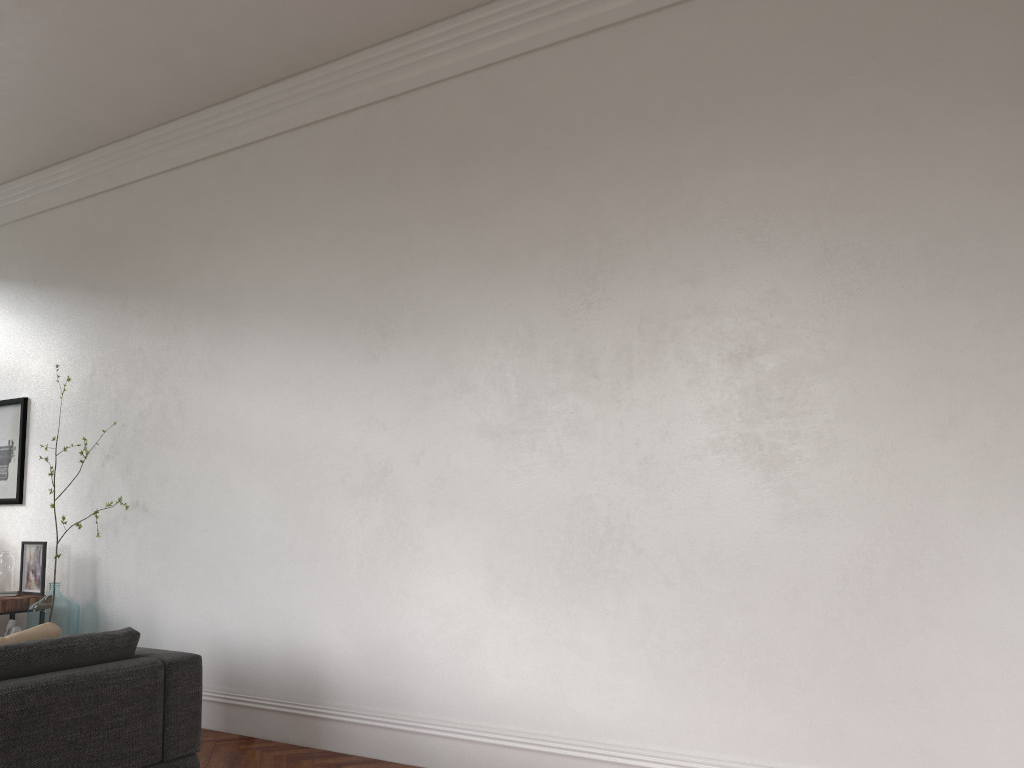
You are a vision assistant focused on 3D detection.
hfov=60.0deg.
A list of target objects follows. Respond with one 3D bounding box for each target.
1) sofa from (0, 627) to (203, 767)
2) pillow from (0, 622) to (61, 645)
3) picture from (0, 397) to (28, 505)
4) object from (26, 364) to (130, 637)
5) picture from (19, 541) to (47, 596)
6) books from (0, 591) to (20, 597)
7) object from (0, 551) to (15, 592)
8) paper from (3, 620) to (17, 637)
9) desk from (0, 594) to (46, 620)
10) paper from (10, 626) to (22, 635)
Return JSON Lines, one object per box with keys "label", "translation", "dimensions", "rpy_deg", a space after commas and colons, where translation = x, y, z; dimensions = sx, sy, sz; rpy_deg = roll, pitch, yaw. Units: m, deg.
{"label": "sofa", "translation": [-2.674, 1.450, 3.366], "dimensions": [1.263, 0.826, 2.649], "rpy_deg": [-5, -9, 32]}
{"label": "pillow", "translation": [-2.215, 1.282, 3.823], "dimensions": [0.225, 0.459, 0.487], "rpy_deg": [-5, -9, 31]}
{"label": "picture", "translation": [-3.981, 0.531, 6.917], "dimensions": [0.634, 0.814, 0.050], "rpy_deg": [-5, -8, 32]}
{"label": "object", "translation": [-2.888, 0.856, 5.958], "dimensions": [0.807, 2.053, 0.354], "rpy_deg": [-2, -7, 13]}
{"label": "picture", "translation": [-3.375, 1.296, 6.245], "dimensions": [0.283, 0.368, 0.023], "rpy_deg": [-5, -8, 32]}
{"label": "books", "translation": [-3.539, 1.454, 6.136], "dimensions": [0.213, 0.031, 0.129], "rpy_deg": [2, -8, -21]}
{"label": "object", "translation": [-3.609, 1.344, 6.314], "dimensions": [0.111, 0.301, 0.112], "rpy_deg": [2, -7, -21]}
{"label": "paper", "translation": [-3.349, 1.853, 5.720], "dimensions": [0.048, 0.624, 0.294], "rpy_deg": [-4, -8, 24]}
{"label": "desk", "translation": [-4.120, 1.884, 6.310], "dimensions": [1.800, 0.756, 0.648], "rpy_deg": [-6, -9, 32]}
{"label": "paper", "translation": [-3.235, 1.827, 5.554], "dimensions": [0.330, 0.608, 0.047], "rpy_deg": [-2, -7, 12]}
